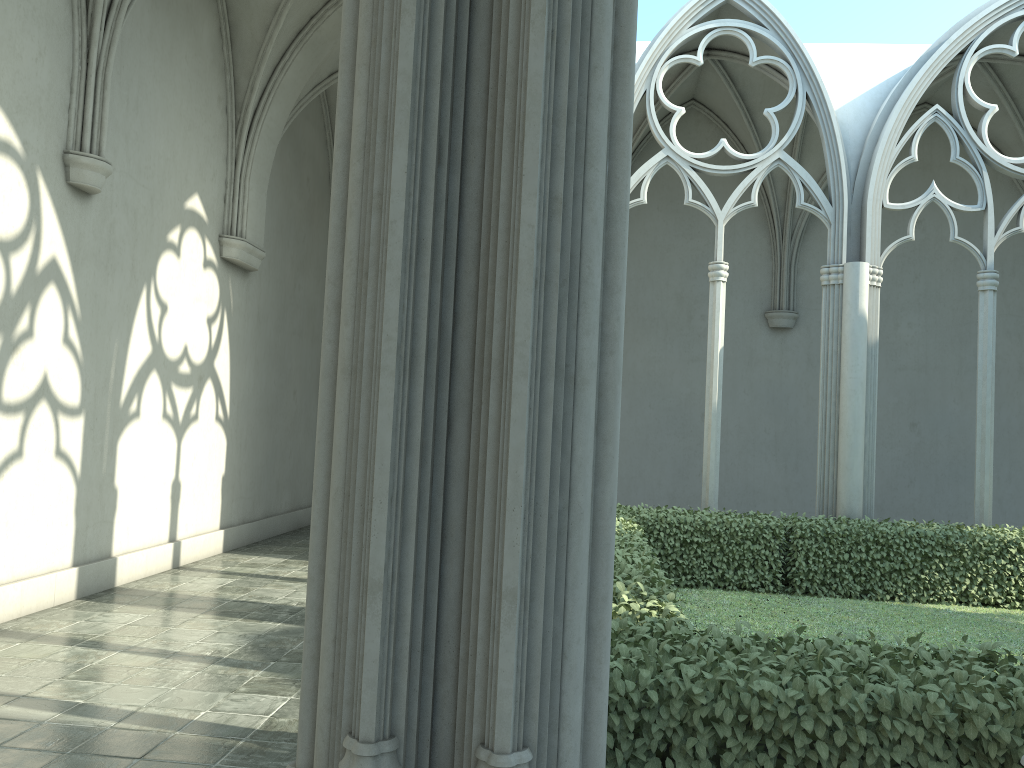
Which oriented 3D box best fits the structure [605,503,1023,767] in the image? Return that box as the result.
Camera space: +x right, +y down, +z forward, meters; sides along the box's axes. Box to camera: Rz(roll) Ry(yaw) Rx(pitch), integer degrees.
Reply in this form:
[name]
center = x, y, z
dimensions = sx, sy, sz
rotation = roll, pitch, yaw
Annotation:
[structure]
center = 4.165, 1.827, 6.852
dimensions = 8.018, 0.963, 7.995
rotation = 3, -3, 5
